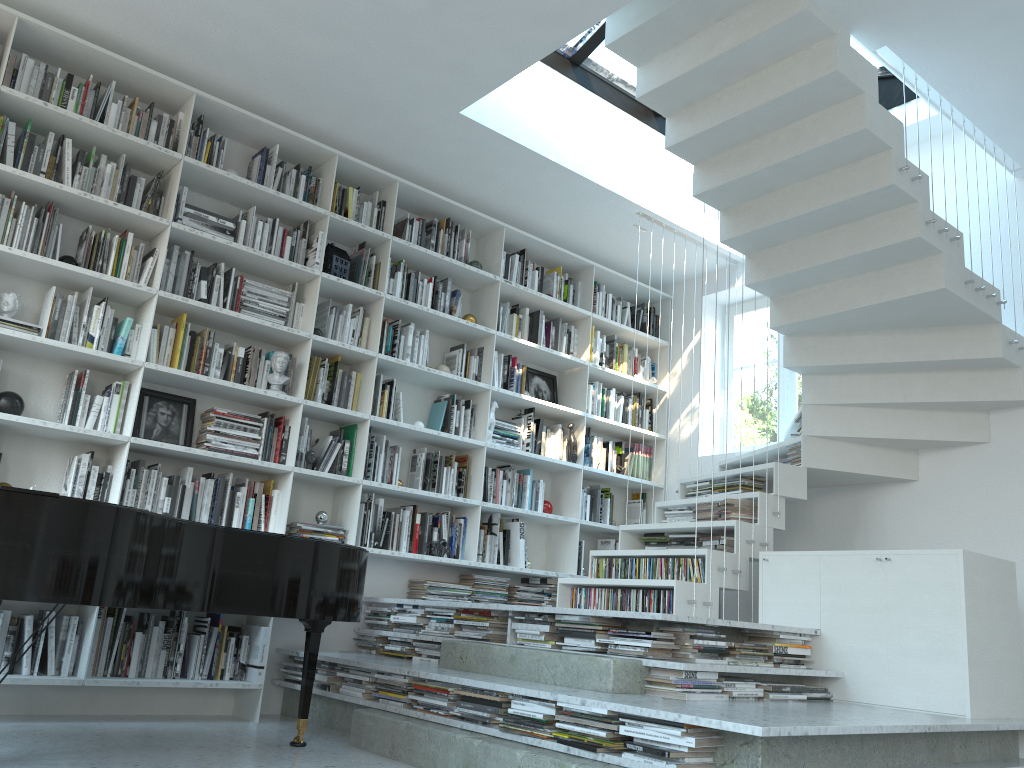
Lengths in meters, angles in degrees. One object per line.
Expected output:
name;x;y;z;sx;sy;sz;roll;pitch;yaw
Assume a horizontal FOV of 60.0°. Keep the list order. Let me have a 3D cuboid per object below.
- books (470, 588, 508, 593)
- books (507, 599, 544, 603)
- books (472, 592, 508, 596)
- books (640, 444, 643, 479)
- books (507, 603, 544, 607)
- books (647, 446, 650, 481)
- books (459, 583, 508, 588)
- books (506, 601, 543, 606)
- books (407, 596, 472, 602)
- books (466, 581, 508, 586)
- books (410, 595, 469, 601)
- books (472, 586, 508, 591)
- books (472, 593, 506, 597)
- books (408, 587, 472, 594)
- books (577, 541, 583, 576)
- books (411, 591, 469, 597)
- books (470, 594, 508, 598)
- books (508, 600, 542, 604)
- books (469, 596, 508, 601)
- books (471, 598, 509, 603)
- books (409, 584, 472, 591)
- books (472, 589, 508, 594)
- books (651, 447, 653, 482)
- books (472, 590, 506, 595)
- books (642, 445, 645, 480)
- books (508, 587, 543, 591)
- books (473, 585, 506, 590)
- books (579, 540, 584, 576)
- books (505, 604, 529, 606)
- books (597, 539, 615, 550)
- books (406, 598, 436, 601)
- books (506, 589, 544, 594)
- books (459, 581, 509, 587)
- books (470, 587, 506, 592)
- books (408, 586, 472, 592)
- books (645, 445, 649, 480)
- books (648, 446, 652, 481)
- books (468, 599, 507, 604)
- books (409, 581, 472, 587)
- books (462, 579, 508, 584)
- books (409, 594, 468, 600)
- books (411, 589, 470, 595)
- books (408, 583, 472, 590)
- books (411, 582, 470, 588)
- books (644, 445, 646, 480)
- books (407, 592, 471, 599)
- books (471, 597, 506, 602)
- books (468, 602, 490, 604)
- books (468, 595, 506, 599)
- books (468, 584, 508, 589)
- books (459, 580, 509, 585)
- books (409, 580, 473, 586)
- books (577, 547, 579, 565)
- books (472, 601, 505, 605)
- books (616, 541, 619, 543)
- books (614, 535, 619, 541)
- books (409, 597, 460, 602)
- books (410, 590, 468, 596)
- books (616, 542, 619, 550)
books;-0.186;1.304;5.609;0.285;0.007;0.159;16;-19;-37
books;0.098;1.427;5.819;0.328;0.008;0.207;17;-20;-39
books;-0.180;1.322;5.594;0.285;0.007;0.159;19;-20;-42
books;0.911;0.604;6.649;0.018;0.292;0.169;16;-18;-37
books;0.094;1.450;5.816;0.328;0.008;0.207;17;-19;-38
books;0.966;0.620;6.693;0.018;0.292;0.169;16;-18;-37
books;-0.184;1.276;5.612;0.285;0.005;0.159;17;-19;-38
books;0.098;1.441;5.813;0.368;0.007;0.206;18;-20;-40
books;-0.442;1.304;5.374;0.346;0.007;0.193;14;-18;-32
books;-0.176;1.261;5.613;0.254;0.005;0.161;15;-18;-33
books;-0.443;1.298;5.379;0.308;0.008;0.195;15;-18;-33
books;-0.184;1.292;5.606;0.285;0.005;0.159;17;-20;-39
books;-0.186;1.330;5.600;0.254;0.007;0.161;16;-19;-36
books;-0.438;1.255;5.395;0.346;0.007;0.193;18;-20;-40
books;0.406;1.180;6.002;0.014;0.233;0.183;16;-18;-37
books;-0.439;1.276;5.384;0.308;0.008;0.195;19;-20;-42
books;-0.182;1.336;5.593;0.285;0.007;0.159;18;-20;-41
books;0.097;1.435;5.817;0.328;0.008;0.208;16;-19;-35
books;-0.186;1.350;5.594;0.285;0.007;0.159;16;-19;-35
books;-0.182;1.362;5.585;0.285;0.007;0.160;14;-18;-32
books;-0.433;1.240;5.394;0.346;0.007;0.193;19;-20;-42
books;-0.185;1.311;5.605;0.285;0.007;0.159;16;-19;-36
books;0.994;0.629;6.715;0.018;0.292;0.169;16;-18;-37
books;-0.185;1.317;5.603;0.254;0.007;0.161;16;-19;-36
books;0.927;0.607;6.657;0.018;0.292;0.169;16;-18;-37
books;0.109;1.352;5.831;0.368;0.007;0.206;19;-20;-42
books;-0.185;1.287;5.609;0.254;0.005;0.161;17;-19;-38
books;0.422;1.183;6.018;0.030;0.237;0.151;16;-18;-37
books;0.092;1.457;5.816;0.328;0.008;0.207;16;-19;-37
books;0.657;1.235;6.232;0.012;0.284;0.159;16;-18;-37
books;-0.445;1.319;5.373;0.346;0.007;0.193;15;-18;-33
books;0.102;1.368;5.834;0.328;0.008;0.208;16;-19;-35
books;-0.179;1.265;5.609;0.285;0.005;0.159;18;-20;-41
books;-0.187;1.298;5.608;0.254;0.005;0.161;16;-19;-37
books;-0.439;1.249;5.399;0.346;0.007;0.193;16;-19;-35
books;0.956;0.615;6.679;0.018;0.292;0.169;16;-18;-37
books;0.987;0.623;6.696;0.018;0.292;0.169;16;-18;-37
books;-0.186;1.369;5.583;0.285;0.007;0.159;18;-20;-41
books;-0.437;1.220;5.406;0.346;0.007;0.193;17;-20;-39
books;-0.174;1.250;5.614;0.254;0.005;0.161;19;-20;-42
books;-0.446;1.291;5.385;0.308;0.008;0.195;16;-19;-35
books;-0.435;1.262;5.389;0.308;0.008;0.195;14;-18;-32
books;-0.438;1.234;5.402;0.346;0.007;0.193;16;-19;-35
books;-0.437;1.227;5.404;0.308;0.008;0.195;16;-19;-35
books;0.939;0.612;6.671;0.018;0.292;0.169;16;-18;-37
books;-0.444;1.284;5.388;0.346;0.007;0.193;17;-20;-39
books;-0.184;1.356;5.588;0.254;0.007;0.161;18;-20;-41
books;-0.193;1.383;5.587;0.254;0.007;0.161;16;-19;-37
books;-0.183;1.343;5.591;0.254;0.007;0.161;18;-20;-41
books;-0.185;1.282;5.611;0.285;0.005;0.159;16;-19;-36
books;-0.177;1.256;5.616;0.285;0.005;0.159;18;-20;-40
books;-0.436;1.213;5.408;0.346;0.007;0.193;16;-19;-35
books;0.376;1.182;5.983;0.031;0.214;0.165;16;-18;-37
books;-0.191;1.376;5.587;0.254;0.007;0.161;16;-19;-36
books;0.737;1.261;6.310;0.047;0.287;0.141;16;-18;-37
books;0.793;1.246;6.330;0.010;0.335;0.185;16;-18;-37
books;-0.444;1.312;5.375;0.308;0.008;0.195;18;-20;-41
books;-0.446;1.271;5.395;0.308;0.008;0.195;16;-19;-37
books;0.695;1.256;6.260;0.031;0.265;0.169;16;-18;-37
